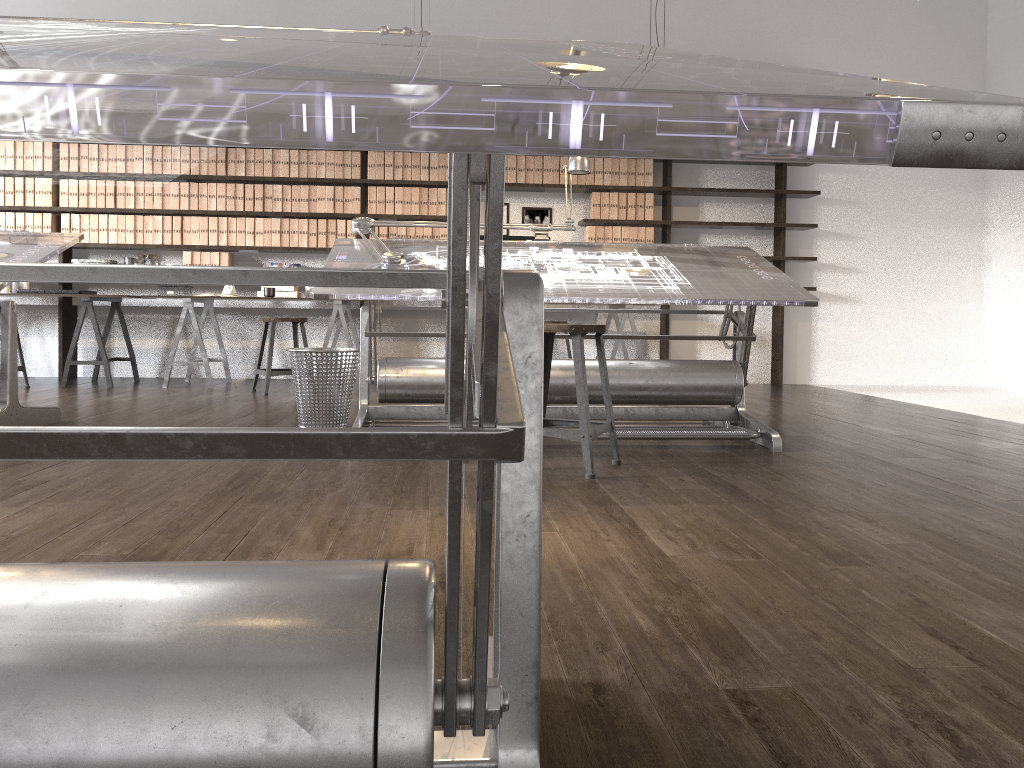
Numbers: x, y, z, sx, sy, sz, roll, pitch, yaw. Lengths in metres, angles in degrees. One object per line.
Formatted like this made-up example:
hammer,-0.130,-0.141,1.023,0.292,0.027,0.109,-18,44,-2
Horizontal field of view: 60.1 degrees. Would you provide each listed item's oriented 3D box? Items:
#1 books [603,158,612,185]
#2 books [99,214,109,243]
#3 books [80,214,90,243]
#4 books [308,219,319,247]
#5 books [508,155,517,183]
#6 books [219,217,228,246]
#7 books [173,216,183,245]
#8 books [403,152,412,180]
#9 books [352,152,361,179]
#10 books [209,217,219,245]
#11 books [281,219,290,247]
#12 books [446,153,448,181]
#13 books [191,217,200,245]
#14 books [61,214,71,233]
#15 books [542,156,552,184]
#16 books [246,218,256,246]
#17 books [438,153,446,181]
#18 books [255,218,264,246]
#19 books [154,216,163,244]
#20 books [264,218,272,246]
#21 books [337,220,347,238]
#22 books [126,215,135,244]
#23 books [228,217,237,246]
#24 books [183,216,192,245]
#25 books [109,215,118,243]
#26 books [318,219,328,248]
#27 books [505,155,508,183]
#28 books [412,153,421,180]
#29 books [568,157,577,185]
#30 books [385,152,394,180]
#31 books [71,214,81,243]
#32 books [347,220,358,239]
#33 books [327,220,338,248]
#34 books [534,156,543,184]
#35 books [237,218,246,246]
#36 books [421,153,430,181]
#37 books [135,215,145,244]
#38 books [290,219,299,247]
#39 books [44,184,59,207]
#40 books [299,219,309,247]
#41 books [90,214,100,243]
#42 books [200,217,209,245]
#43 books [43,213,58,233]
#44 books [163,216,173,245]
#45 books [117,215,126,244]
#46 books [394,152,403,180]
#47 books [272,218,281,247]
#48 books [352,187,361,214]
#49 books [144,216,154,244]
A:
books,0.769,-1.725,7.260,0.067,0.225,0.175,1,2,-5
books,-3.173,-1.207,6.947,0.067,0.225,0.175,1,2,-5
books,-3.313,-1.208,6.941,0.067,0.225,0.175,1,2,-5
books,-1.582,-1.196,7.083,0.067,0.225,0.175,1,2,-5
books,-0.005,-1.731,7.193,0.067,0.225,0.175,1,2,-5
books,-2.272,-1.201,7.023,0.067,0.225,0.175,1,2,-5
books,-2.618,-1.203,6.992,0.067,0.225,0.175,1,2,-5
books,-0.840,-1.737,7.131,0.067,0.225,0.175,1,2,-5
books,-1.240,-1.734,7.097,0.067,0.225,0.175,1,2,-5
books,-2.343,-1.201,7.014,0.067,0.225,0.175,1,2,-5
books,-1.794,-1.198,7.065,0.067,0.225,0.175,1,2,-5
books,-0.498,-1.734,7.152,0.067,0.225,0.175,1,2,-5
books,-2.479,-1.202,7.007,0.067,0.225,0.175,1,2,-5
books,-3.455,-1.209,6.922,0.067,0.225,0.175,1,2,-5
books,0.281,-1.729,7.220,0.067,0.225,0.175,1,2,-5
books,-2.062,-1.199,7.038,0.067,0.225,0.175,1,2,-5
books,-0.565,-1.735,7.152,0.067,0.225,0.175,1,2,-5
books,-1.990,-1.199,7.046,0.067,0.225,0.175,1,2,-5
books,-2.764,-1.204,6.981,0.067,0.225,0.175,1,2,-5
books,-1.928,-1.198,7.053,0.067,0.225,0.175,1,2,-5
books,-1.358,-1.194,7.096,0.067,0.225,0.175,1,2,-5
books,-2.972,-1.205,6.962,0.067,0.225,0.175,1,2,-5
books,-2.202,-1.201,7.032,0.067,0.225,0.175,1,2,-5
books,-2.544,-1.203,7.004,0.067,0.225,0.175,1,2,-5
books,-3.101,-1.207,6.955,0.067,0.225,0.175,1,2,-5
books,-1.507,-1.195,7.084,0.067,0.225,0.175,1,2,-5
books,-0.071,-1.732,7.194,0.067,0.225,0.175,1,2,-5
books,-0.770,-1.736,7.135,0.067,0.225,0.175,1,2,-5
books,0.488,-1.727,7.237,0.067,0.225,0.175,1,2,-5
books,-0.981,-1.738,7.112,0.067,0.225,0.175,1,2,-5
books,-3.383,-1.209,6.932,0.067,0.225,0.175,1,2,-5
books,-1.280,-1.194,7.104,0.067,0.225,0.175,1,2,-5
books,-1.433,-1.195,7.095,0.067,0.225,0.175,1,2,-5
books,0.206,-1.730,7.215,0.067,0.225,0.175,1,2,-5
books,-2.133,-1.200,7.036,0.067,0.225,0.175,1,2,-5
books,-0.700,-1.736,7.137,0.067,0.225,0.175,1,2,-5
books,-2.905,-1.205,6.974,0.067,0.225,0.175,1,2,-5
books,-1.723,-1.197,7.071,0.067,0.225,0.175,1,2,-5
books,-3.579,-1.480,6.905,0.067,0.225,0.175,1,2,-5
books,-1.652,-1.196,7.072,0.067,0.225,0.175,1,2,-5
books,-3.244,-1.208,6.945,0.067,0.225,0.175,1,2,-5
books,-2.416,-1.201,7.008,0.067,0.225,0.175,1,2,-5
books,-3.587,-1.210,6.913,0.067,0.225,0.175,1,2,-5
books,-2.693,-1.204,6.992,0.067,0.225,0.175,1,2,-5
books,-3.039,-1.206,6.961,0.067,0.225,0.175,1,2,-5
books,-0.909,-1.737,7.122,0.067,0.225,0.175,1,2,-5
books,-1.861,-1.198,7.054,0.067,0.225,0.175,1,2,-5
books,-1.240,-1.456,7.098,0.067,0.225,0.175,1,2,-5
books,-2.834,-1.205,6.980,0.067,0.225,0.175,1,2,-5
